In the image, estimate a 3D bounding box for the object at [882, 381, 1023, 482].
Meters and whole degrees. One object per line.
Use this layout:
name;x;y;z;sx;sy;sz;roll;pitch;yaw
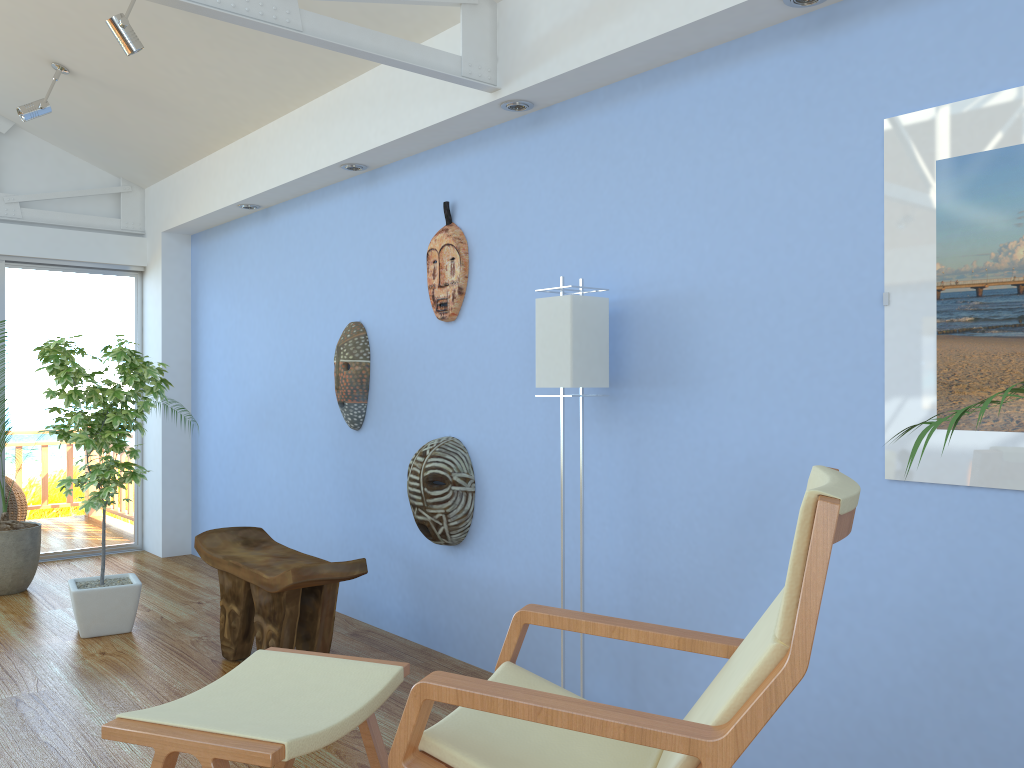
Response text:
object;1.198;0.306;0.206;1.563;1.695;1.706;0;0;-19

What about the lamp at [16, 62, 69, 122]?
lamp;-2.511;-1.555;4.751;0.254;0.327;0.118;0;0;-22

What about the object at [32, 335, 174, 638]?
object;-1.916;0.465;4.175;0.495;1.409;0.699;0;0;3

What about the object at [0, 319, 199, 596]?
object;-2.767;0.325;4.982;1.563;1.695;1.706;0;0;41

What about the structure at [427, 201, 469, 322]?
structure;-0.288;-0.520;3.772;0.063;0.508;0.264;0;0;-40

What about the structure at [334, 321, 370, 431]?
structure;-0.811;-0.039;4.356;0.115;0.541;0.254;0;0;-40

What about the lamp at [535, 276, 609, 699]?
lamp;0.204;0.402;2.984;0.200;1.520;0.200;0;0;-40

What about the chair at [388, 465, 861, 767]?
chair;0.262;0.670;1.836;0.859;0.982;0.632;0;0;20

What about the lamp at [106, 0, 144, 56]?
lamp;-1.586;-1.547;3.694;0.195;0.351;0.127;0;0;-22

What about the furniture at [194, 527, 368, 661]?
furniture;-0.994;0.912;3.697;0.329;0.507;1.100;0;0;-40

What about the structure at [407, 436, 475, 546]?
structure;-0.336;0.458;3.734;0.185;0.466;0.359;0;0;-40

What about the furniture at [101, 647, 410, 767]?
furniture;-0.582;0.948;2.144;0.449;0.427;0.619;0;0;20

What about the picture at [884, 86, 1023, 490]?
picture;1.427;-0.223;1.766;0.005;0.937;1.419;0;0;-40
